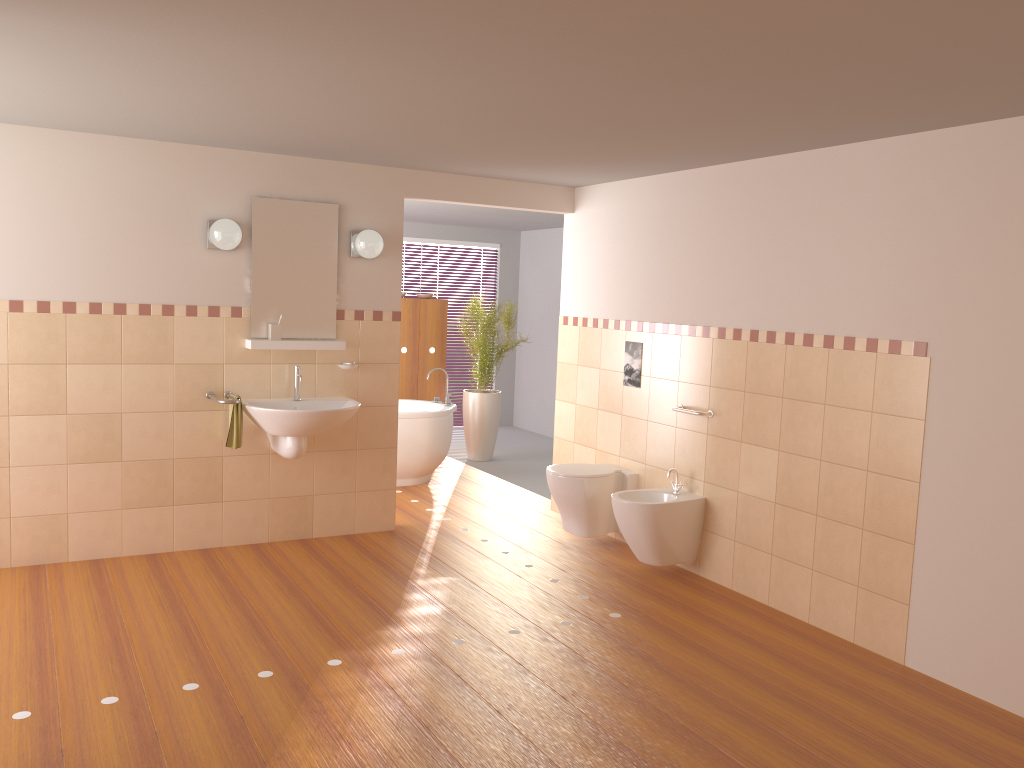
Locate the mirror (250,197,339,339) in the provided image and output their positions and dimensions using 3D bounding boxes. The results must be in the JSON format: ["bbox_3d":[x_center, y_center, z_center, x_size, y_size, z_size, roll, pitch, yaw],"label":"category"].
[{"bbox_3d":[-1.265,-0.665,5.174,0.502,0.799,0.008,-1,6,-29],"label":"mirror"}]

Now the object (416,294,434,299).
[{"bbox_3d":[-0.816,-0.817,8.292,0.173,0.046,0.173,-1,6,-29],"label":"object"}]

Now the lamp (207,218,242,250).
[{"bbox_3d":[-1.579,-0.823,4.882,0.173,0.173,0.209,-1,6,-29],"label":"lamp"}]

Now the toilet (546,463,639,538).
[{"bbox_3d":[0.457,0.721,5.501,0.534,0.400,0.375,-1,6,-29],"label":"toilet"}]

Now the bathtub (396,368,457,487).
[{"bbox_3d":[-1.306,0.322,7.066,1.874,0.900,0.888,-1,6,-29],"label":"bathtub"}]

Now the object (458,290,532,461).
[{"bbox_3d":[-0.166,-0.069,8.166,0.683,1.557,1.335,3,6,3],"label":"object"}]

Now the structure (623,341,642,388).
[{"bbox_3d":[0.747,-0.121,5.492,0.005,0.279,0.170,-1,6,-29],"label":"structure"}]

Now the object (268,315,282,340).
[{"bbox_3d":[-1.359,-0.326,5.095,0.063,0.149,0.073,-1,6,-29],"label":"object"}]

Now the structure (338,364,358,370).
[{"bbox_3d":[-0.987,-0.101,5.361,0.117,0.029,0.092,-1,6,-29],"label":"structure"}]

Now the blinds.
[{"bbox_3d":[-2.265,-0.503,9.112,4.712,2.022,0.032,-1,6,-29],"label":"blinds"}]

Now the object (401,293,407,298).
[{"bbox_3d":[-1.054,-0.814,8.161,0.173,0.046,0.173,-1,6,-29],"label":"object"}]

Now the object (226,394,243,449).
[{"bbox_3d":[-1.544,0.208,4.946,0.085,0.306,0.181,1,6,-13],"label":"object"}]

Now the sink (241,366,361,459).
[{"bbox_3d":[-1.177,0.171,5.035,0.683,0.516,0.539,-1,6,-29],"label":"sink"}]

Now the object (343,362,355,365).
[{"bbox_3d":[-0.985,-0.123,5.361,0.075,0.023,0.050,5,6,25],"label":"object"}]

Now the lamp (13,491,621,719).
[{"bbox_3d":[-1.550,0.989,4.775,3.173,0.001,2.893,-1,6,-29],"label":"lamp"}]

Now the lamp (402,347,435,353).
[{"bbox_3d":[-1.230,-0.306,7.972,1.169,0.052,0.001,-1,6,-29],"label":"lamp"}]

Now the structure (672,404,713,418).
[{"bbox_3d":[0.996,0.151,4.969,0.091,0.042,0.295,-1,6,-29],"label":"structure"}]

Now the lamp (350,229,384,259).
[{"bbox_3d":[-0.856,-0.833,5.280,0.173,0.173,0.209,-1,6,-29],"label":"lamp"}]

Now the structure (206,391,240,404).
[{"bbox_3d":[-1.591,0.081,4.910,0.142,0.042,0.333,-1,6,-29],"label":"structure"}]

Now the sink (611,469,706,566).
[{"bbox_3d":[0.786,0.733,4.922,0.515,0.517,0.335,-1,6,-29],"label":"sink"}]

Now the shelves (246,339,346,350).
[{"bbox_3d":[-1.257,-0.230,5.171,0.554,0.050,0.138,-1,6,-29],"label":"shelves"}]
